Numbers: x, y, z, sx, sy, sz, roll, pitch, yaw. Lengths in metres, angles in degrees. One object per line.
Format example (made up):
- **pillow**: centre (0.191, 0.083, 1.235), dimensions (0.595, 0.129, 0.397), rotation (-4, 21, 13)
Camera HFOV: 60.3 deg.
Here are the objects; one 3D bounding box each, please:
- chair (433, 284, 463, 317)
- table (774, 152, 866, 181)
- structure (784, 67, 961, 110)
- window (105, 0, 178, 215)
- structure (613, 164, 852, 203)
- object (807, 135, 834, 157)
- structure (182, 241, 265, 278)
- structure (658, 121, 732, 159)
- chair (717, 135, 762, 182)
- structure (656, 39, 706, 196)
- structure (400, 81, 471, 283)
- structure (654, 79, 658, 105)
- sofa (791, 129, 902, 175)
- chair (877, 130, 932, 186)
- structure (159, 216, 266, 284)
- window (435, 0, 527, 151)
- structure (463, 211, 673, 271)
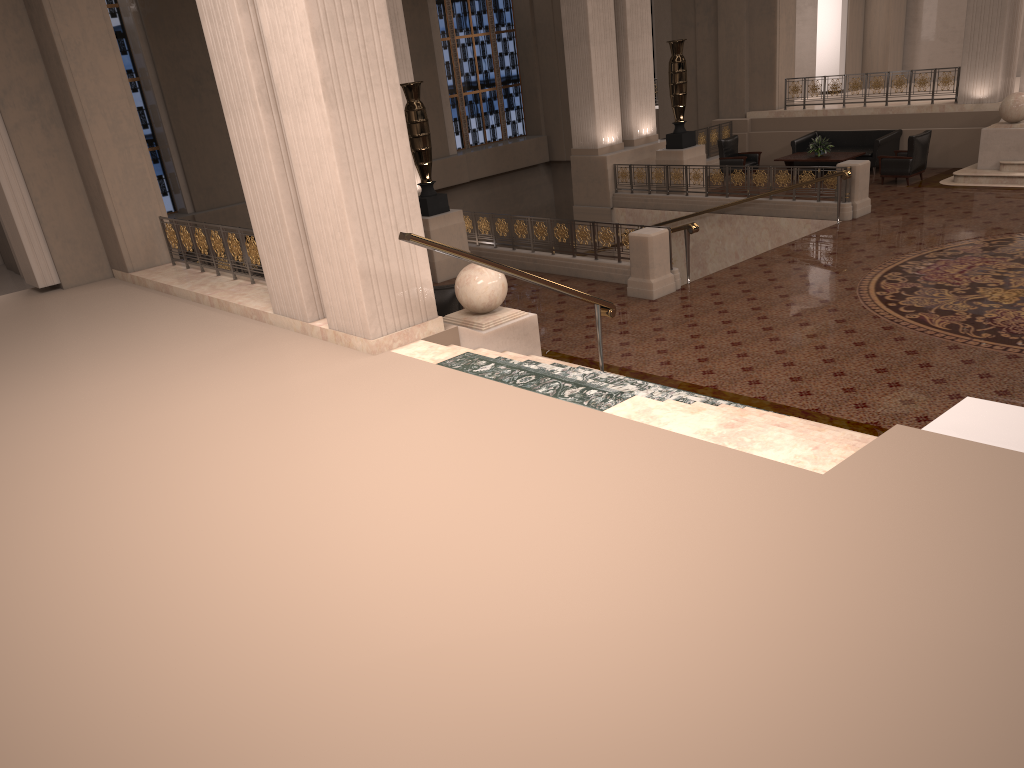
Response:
- **chair**: centre (-0.774, -0.796, 10.215), dimensions (0.648, 0.882, 0.686), rotation (-3, 24, 11)
- **table**: centre (5.978, -4.218, 17.175), dimensions (0.819, 0.456, 1.446), rotation (-25, 27, -36)
- **structure**: centre (7.079, -5.888, 17.647), dimensions (0.031, 0.653, 3.623), rotation (-27, 28, -35)
- **window**: centre (-8.761, -5.809, 17.317), dimensions (2.920, 5.602, 0.068), rotation (-25, 30, -33)
- **structure**: centre (3.616, -3.543, 15.409), dimensions (0.077, 0.562, 4.843), rotation (-27, 28, -36)
- **object**: centre (5.927, -4.593, 16.974), dimensions (0.501, 0.393, 0.503), rotation (-10, 23, -6)
- **structure**: centre (-3.770, -1.850, 13.360), dimensions (2.478, 0.684, 0.031), rotation (-23, 30, -34)
- **structure**: centre (4.002, -5.160, 19.096), dimensions (2.478, 0.684, 0.031), rotation (-23, 30, -34)
- **chair**: centre (4.672, -4.644, 18.145), dimensions (0.706, 0.882, 0.630), rotation (15, 33, 42)
- **structure**: centre (3.145, -4.902, 16.531), dimensions (0.684, 2.915, 0.686), rotation (-26, 31, -34)
- **structure**: centre (-1.268, -3.023, 13.275), dimensions (0.684, 2.915, 0.686), rotation (-26, 31, -34)
- **structure**: centre (2.921, -7.276, 22.210), dimensions (0.030, 0.699, 2.113), rotation (-27, 29, -35)
- **sofa**: centre (6.643, -4.636, 17.622), dimensions (0.855, 0.739, 1.885), rotation (-25, 28, -36)
- **chair**: centre (7.043, -4.054, 15.803), dimensions (0.633, 0.882, 0.703), rotation (-26, 29, -35)
- **structure**: centre (-3.233, -1.496, 10.035), dimensions (0.031, 0.653, 3.622), rotation (-27, 28, -35)
- **window**: centre (-1.034, -9.100, 23.021), dimensions (2.920, 5.602, 0.068), rotation (-25, 30, -33)
- **structure**: centre (0.466, -2.201, 13.084), dimensions (0.077, 0.562, 4.839), rotation (-27, 28, -35)
